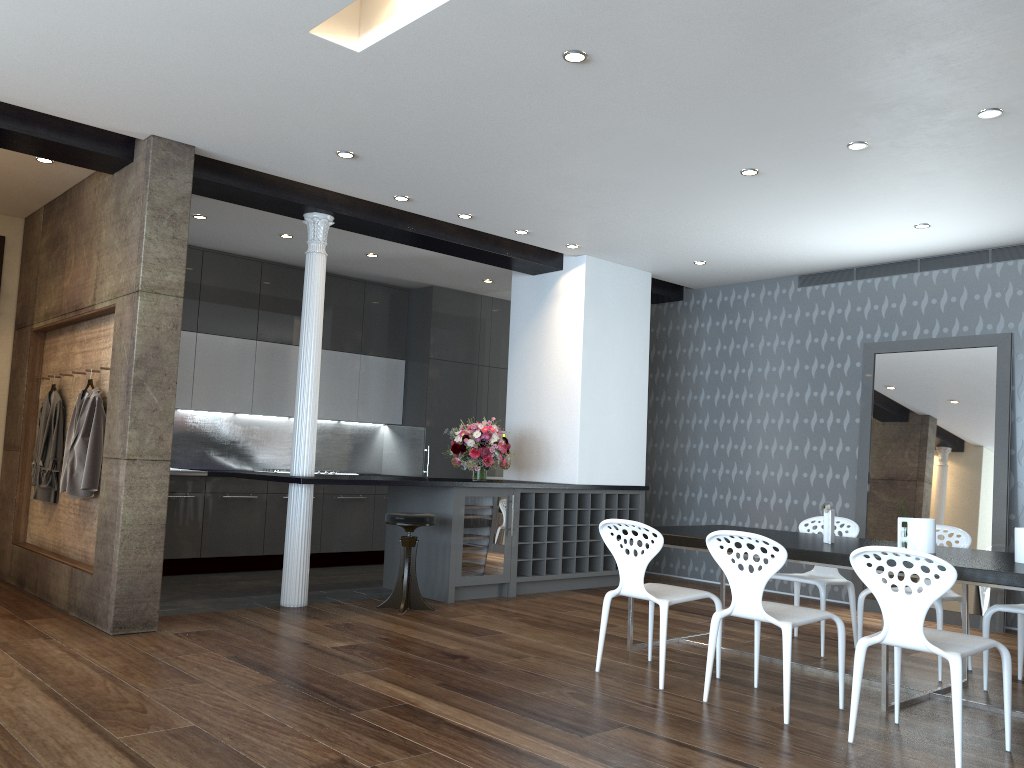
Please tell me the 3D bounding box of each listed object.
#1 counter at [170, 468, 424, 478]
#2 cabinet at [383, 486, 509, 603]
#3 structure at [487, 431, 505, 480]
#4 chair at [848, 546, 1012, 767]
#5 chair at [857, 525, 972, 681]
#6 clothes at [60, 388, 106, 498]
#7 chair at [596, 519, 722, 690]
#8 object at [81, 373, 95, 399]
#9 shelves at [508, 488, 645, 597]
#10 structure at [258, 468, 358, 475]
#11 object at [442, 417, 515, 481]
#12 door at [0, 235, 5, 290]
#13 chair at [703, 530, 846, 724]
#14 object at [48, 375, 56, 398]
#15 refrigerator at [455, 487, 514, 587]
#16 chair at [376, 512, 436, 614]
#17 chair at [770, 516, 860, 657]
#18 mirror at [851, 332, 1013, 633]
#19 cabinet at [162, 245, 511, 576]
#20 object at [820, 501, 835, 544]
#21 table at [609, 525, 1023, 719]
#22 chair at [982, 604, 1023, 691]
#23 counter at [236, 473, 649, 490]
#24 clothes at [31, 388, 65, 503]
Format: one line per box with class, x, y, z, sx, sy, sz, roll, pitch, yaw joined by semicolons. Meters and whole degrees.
counter;-2.542;0.956;8.548;3.597;0.223;0.807;7;-7;-42
cabinet;-0.539;1.295;7.446;0.642;0.897;0.900;7;-7;-42
structure;-0.260;0.853;10.460;0.595;0.596;0.591;7;-7;-42
chair;1.721;1.095;3.712;0.581;0.835;0.495;7;-7;-42
chair;2.443;1.269;5.315;0.581;0.835;0.495;7;-7;-42
clothes;-2.882;0.395;5.946;0.173;0.735;0.700;7;-7;-43
chair;0.766;1.148;4.786;0.581;0.835;0.495;7;-7;-42
object;-2.847;0.010;5.982;0.010;0.219;0.430;7;-7;-42
shelves;0.327;1.402;8.226;1.700;0.897;0.900;7;-7;-42
structure;-2.062;0.901;8.929;0.900;0.066;0.520;7;-7;-42
object;-0.268;0.554;7.594;0.544;0.552;0.570;6;-6;-36
door;-4.783;0.116;7.084;1.037;2.814;0.246;7;-7;-42
chair;1.233;1.122;4.264;0.581;0.835;0.495;7;-7;-42
object;-3.444;0.043;6.658;0.010;0.219;0.430;7;-7;-42
refrigerator;-0.225;1.223;7.150;0.578;0.774;0.075;6;-6;-38
chair;0.858;1.242;3.572;16.134;0.952;21.556;7;-7;-42
chair;1.971;1.294;5.835;0.581;0.835;0.495;7;-7;-42
mirror;3.403;0.751;7.245;0.240;2.294;1.200;7;-7;-42
cabinet;-1.094;0.432;9.873;7.409;2.980;0.827;7;-7;-42
object;1.765;0.776;4.981;0.076;0.233;0.161;0;-6;29
table;2.163;1.242;4.572;1.200;0.733;3.400;7;-7;-42
chair;2.914;1.243;4.795;0.581;0.835;0.495;7;-7;-42
counter;-0.392;0.844;7.601;3.700;0.040;1.000;7;-7;-42
clothes;-3.479;0.454;6.615;0.141;0.855;0.569;7;-7;-41
